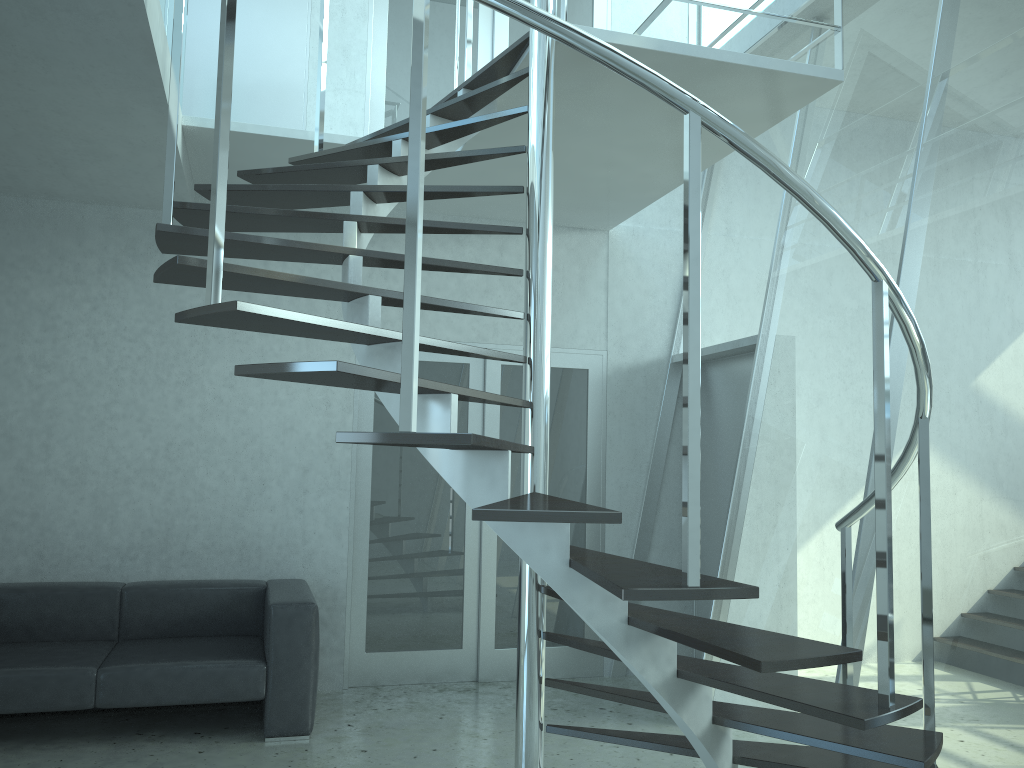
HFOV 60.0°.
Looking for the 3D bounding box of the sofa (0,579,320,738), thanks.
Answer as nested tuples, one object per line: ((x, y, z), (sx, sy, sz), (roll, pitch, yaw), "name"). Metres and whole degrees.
((-2.040, 1.382, 4.515), (2.025, 0.652, 0.943), (3, -5, -16), "sofa")

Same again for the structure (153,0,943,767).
((-0.102, -0.381, 3.767), (2.655, 4.156, 3.780), (3, -5, -16), "structure")

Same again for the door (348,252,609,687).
((0.183, 0.531, 6.271), (1.162, 3.200, 2.576), (-2, -6, 31), "door")
